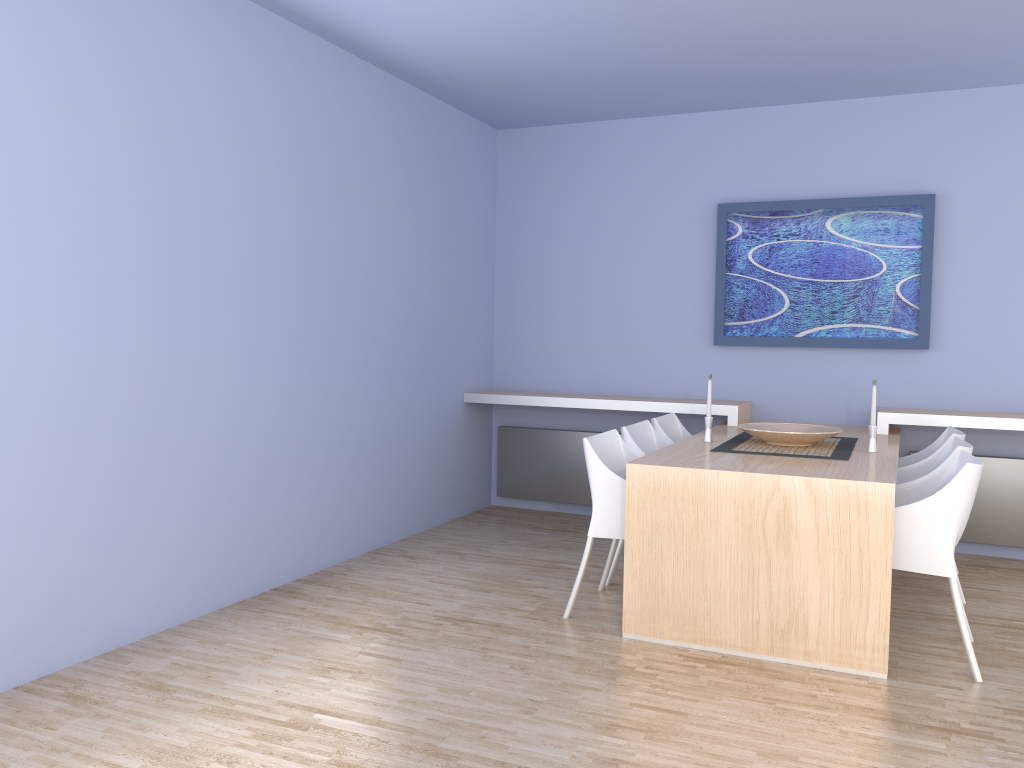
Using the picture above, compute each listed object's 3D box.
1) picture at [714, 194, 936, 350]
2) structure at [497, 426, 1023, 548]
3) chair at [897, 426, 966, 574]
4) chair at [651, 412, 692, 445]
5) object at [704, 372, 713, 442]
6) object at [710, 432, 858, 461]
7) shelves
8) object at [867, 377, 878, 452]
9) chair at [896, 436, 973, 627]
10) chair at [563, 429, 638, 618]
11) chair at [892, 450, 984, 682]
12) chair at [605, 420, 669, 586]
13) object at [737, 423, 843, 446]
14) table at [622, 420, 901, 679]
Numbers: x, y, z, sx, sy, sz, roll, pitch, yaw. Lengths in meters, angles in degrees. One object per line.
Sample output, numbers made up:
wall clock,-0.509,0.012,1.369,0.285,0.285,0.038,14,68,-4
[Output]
picture,1.883,-0.675,5.432,1.252,0.901,0.049,2,3,24
structure,1.663,0.624,5.586,3.843,0.503,0.064,2,3,24
chair,2.080,0.621,4.604,0.486,0.793,0.510,2,3,24
chair,1.018,0.580,5.039,0.486,0.793,0.510,2,3,24
object,0.984,0.113,4.424,0.045,0.349,0.045,0,3,-24
object,1.363,0.296,4.359,0.594,0.005,0.986,2,3,24
shelves,1.529,0.544,5.444,3.901,0.840,0.463,2,3,24
object,1.677,0.141,4.115,0.045,0.349,0.045,2,3,24
chair,1.840,0.644,4.068,0.486,0.793,0.510,2,3,25
chair,0.550,0.625,3.992,0.486,0.793,0.510,2,3,24
chair,1.597,0.668,3.525,0.486,0.793,0.510,2,3,24
chair,0.784,0.602,4.516,0.486,0.793,0.510,2,3,24
object,1.362,0.254,4.361,0.493,0.081,0.493,4,4,42
table,1.392,0.652,4.479,1.002,0.718,2.340,2,3,24
